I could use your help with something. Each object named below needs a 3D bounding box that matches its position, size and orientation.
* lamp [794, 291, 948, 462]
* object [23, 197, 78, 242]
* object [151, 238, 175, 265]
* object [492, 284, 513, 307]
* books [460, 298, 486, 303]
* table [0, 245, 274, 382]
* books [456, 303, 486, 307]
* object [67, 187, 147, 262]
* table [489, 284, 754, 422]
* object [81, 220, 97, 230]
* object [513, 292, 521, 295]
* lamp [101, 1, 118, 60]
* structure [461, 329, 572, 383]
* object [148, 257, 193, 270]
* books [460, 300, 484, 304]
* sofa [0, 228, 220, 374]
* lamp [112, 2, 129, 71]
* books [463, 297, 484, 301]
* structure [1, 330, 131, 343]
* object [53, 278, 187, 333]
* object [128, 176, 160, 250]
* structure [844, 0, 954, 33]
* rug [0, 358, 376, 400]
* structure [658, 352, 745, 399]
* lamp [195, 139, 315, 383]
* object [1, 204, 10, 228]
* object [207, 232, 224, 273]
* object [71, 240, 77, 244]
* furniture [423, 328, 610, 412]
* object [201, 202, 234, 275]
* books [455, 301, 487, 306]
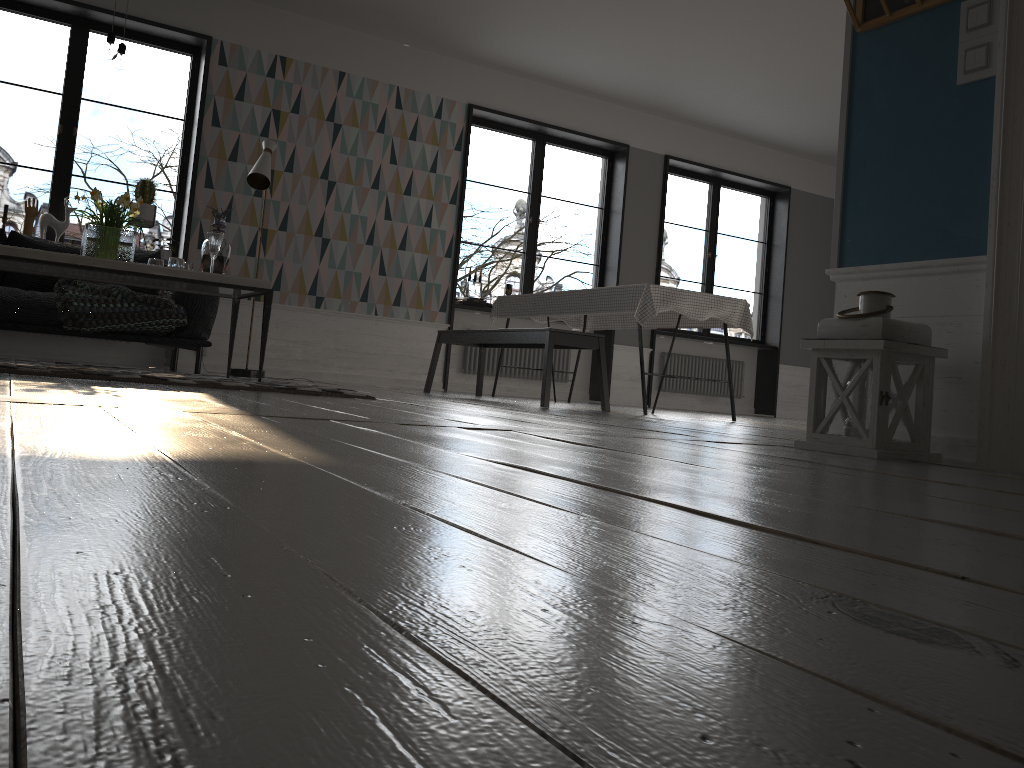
[{"bbox_3d":[1.047,-0.033,2.578,0.286,0.479,0.287,7,-3,-31],"label":"lamp"},{"bbox_3d":[-3.245,-1.166,6.547,0.660,0.411,0.134,6,-3,-28],"label":"object"},{"bbox_3d":[-2.673,-1.019,6.775,0.170,0.204,0.246,6,-2,-27],"label":"object"},{"bbox_3d":[-0.089,-0.819,8.326,0.194,0.258,0.115,6,-3,-19],"label":"object"},{"bbox_3d":[-0.362,-0.766,8.175,0.198,0.022,0.162,5,0,-29],"label":"books"},{"bbox_3d":[-1.966,-0.309,4.174,1.451,0.513,0.732,5,-1,-29],"label":"table"},{"bbox_3d":[-0.397,-0.723,8.159,0.267,0.011,0.162,5,0,-27],"label":"books"},{"bbox_3d":[-1.936,-0.740,4.228,0.350,0.352,0.325,6,-2,-27],"label":"object"},{"bbox_3d":[0.668,-0.222,6.266,0.928,0.787,2.026,6,-1,-30],"label":"table"},{"bbox_3d":[-3.138,-1.099,6.661,0.213,0.284,0.233,3,-3,34],"label":"object"},{"bbox_3d":[0.118,-0.769,8.454,0.267,0.193,0.153,6,-2,-29],"label":"object"},{"bbox_3d":[-1.258,-2.241,3.885,1.398,1.543,0.074,4,-4,30],"label":"lamp"},{"bbox_3d":[0.070,-0.264,8.575,1.219,0.430,0.149,5,-3,-31],"label":"structure"},{"bbox_3d":[-1.693,-0.583,4.510,0.279,0.088,0.245,5,0,38],"label":"object"},{"bbox_3d":[-0.387,-0.751,8.168,0.215,0.011,0.174,5,0,-24],"label":"books"},{"bbox_3d":[-2.982,-0.534,5.161,2.333,0.801,0.970,5,-1,-30],"label":"sofa"},{"bbox_3d":[-1.267,-2.242,4.024,1.398,1.543,0.074,4,-4,30],"label":"lamp"},{"bbox_3d":[-0.355,-0.785,8.175,0.153,0.017,0.124,5,0,-28],"label":"books"},{"bbox_3d":[-3.433,-0.569,6.591,1.219,0.430,0.149,5,-3,-31],"label":"structure"},{"bbox_3d":[-2.316,-0.452,5.203,0.664,0.330,0.491,5,-1,-34],"label":"object"},{"bbox_3d":[-2.814,-1.266,6.728,0.229,0.673,0.234,3,-4,31],"label":"object"},{"bbox_3d":[1.259,-1.574,2.786,0.184,0.778,0.495,7,-3,-30],"label":"structure"},{"bbox_3d":[-2.104,-0.079,3.911,2.518,0.034,1.771,5,0,-29],"label":"rug"},{"bbox_3d":[2.098,-0.087,9.723,1.219,0.430,0.149,5,-3,-31],"label":"structure"},{"bbox_3d":[-1.796,-0.898,6.578,0.677,1.709,1.246,7,-3,-31],"label":"lamp"},{"bbox_3d":[-3.654,-1.151,6.365,0.076,0.302,0.075,5,-4,1],"label":"object"},{"bbox_3d":[-1.506,-0.639,4.459,0.082,0.228,0.167,6,-3,-18],"label":"object"},{"bbox_3d":[-3.244,-1.014,6.535,0.123,0.099,0.122,5,-2,-7],"label":"object"},{"bbox_3d":[-0.013,-0.115,5.843,0.464,0.457,1.670,6,-1,-30],"label":"furniture"},{"bbox_3d":[-1.556,-0.742,4.673,0.148,0.419,0.155,6,-3,-10],"label":"object"},{"bbox_3d":[-0.398,-0.738,8.167,0.270,0.019,0.184,5,0,-30],"label":"books"}]
